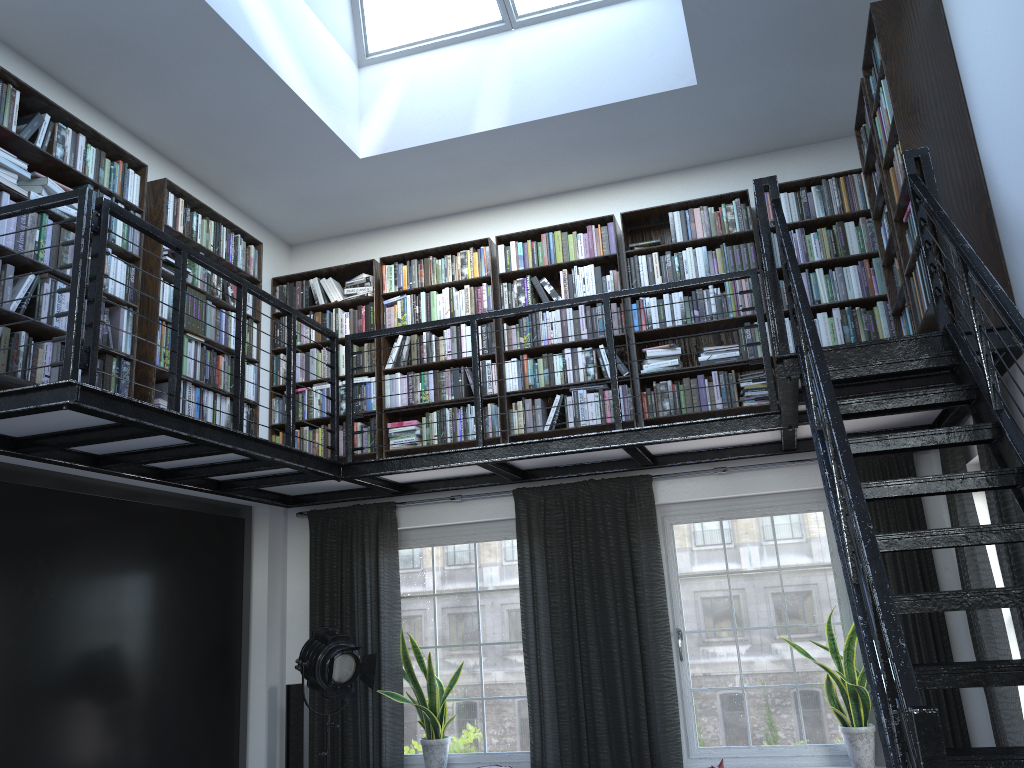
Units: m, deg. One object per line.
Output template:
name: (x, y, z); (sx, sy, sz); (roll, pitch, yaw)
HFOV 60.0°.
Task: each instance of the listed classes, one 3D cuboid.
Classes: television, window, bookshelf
television: (-2.242, 1.657, 4.393); (0.116, 2.453, 3.322); (-9, -16, 16)
window: (1.545, 1.501, 5.489); (1.165, 1.622, 0.132); (-8, -17, 15)
window: (-0.369, 1.767, 6.018); (1.165, 1.622, 0.132); (-8, -17, 15)
bookshelf: (-0.020, -0.613, 4.787); (4.469, 1.633, 3.061); (-8, -16, 15)

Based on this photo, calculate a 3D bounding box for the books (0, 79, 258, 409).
books: (-2.143, -0.511, 4.963); (0.314, 1.438, 2.187); (-9, -16, 16)

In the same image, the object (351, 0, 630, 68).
object: (-0.179, -2.751, 5.377); (2.218, 0.640, 1.174); (-8, -16, 15)

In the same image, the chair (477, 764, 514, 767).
chair: (-0.317, 2.601, 5.014); (0.829, 0.719, 0.822); (3, -17, -22)

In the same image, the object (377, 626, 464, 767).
object: (-0.672, 2.059, 5.757); (0.551, 0.950, 0.522); (-12, -18, 26)

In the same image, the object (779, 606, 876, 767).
object: (1.865, 1.700, 5.032); (0.553, 0.950, 0.520); (-5, -16, 5)

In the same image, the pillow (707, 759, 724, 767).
pillow: (1.649, 2.080, 4.316); (0.981, 0.406, 1.940); (5, -18, -30)

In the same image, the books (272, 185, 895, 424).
books: (0.372, -0.373, 6.068); (4.429, 1.427, 0.225); (-8, -17, 15)

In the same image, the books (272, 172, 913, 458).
books: (0.213, -0.485, 5.625); (4.428, 1.444, 1.274); (-8, -17, 17)

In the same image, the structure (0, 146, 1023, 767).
structure: (-0.144, 0.822, 3.599); (4.482, 3.390, 4.574); (-8, -16, 15)

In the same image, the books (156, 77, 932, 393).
books: (0.036, -0.653, 4.921); (4.377, 1.419, 1.159); (-8, -17, 15)

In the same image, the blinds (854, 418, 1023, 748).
blinds: (2.353, 1.338, 4.298); (0.527, 2.405, 1.731); (-3, -16, -2)

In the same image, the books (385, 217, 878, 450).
books: (0.741, -0.274, 5.937); (3.387, 1.134, 0.238); (-8, -17, 15)

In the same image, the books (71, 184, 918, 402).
books: (-0.051, -0.575, 4.673); (4.329, 1.152, 1.584); (-8, -16, 15)

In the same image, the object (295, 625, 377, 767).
object: (0.026, 2.192, 5.281); (2.905, 1.595, 0.745); (-4, -17, 0)

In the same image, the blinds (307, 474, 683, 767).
blinds: (-0.218, 1.886, 5.708); (2.504, 2.411, 0.124); (-8, -17, 15)

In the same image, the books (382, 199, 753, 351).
books: (0.352, -0.646, 6.160); (2.633, 0.836, 0.211); (-8, -17, 15)

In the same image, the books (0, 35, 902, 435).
books: (-0.138, -0.773, 4.430); (4.371, 1.424, 2.185); (-8, -16, 15)

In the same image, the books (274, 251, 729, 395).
books: (0.370, -0.363, 6.061); (4.435, 1.411, 0.240); (-8, -17, 16)

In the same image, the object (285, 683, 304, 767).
object: (-1.439, 2.608, 5.783); (0.157, 1.234, 0.156); (-14, -20, 30)
